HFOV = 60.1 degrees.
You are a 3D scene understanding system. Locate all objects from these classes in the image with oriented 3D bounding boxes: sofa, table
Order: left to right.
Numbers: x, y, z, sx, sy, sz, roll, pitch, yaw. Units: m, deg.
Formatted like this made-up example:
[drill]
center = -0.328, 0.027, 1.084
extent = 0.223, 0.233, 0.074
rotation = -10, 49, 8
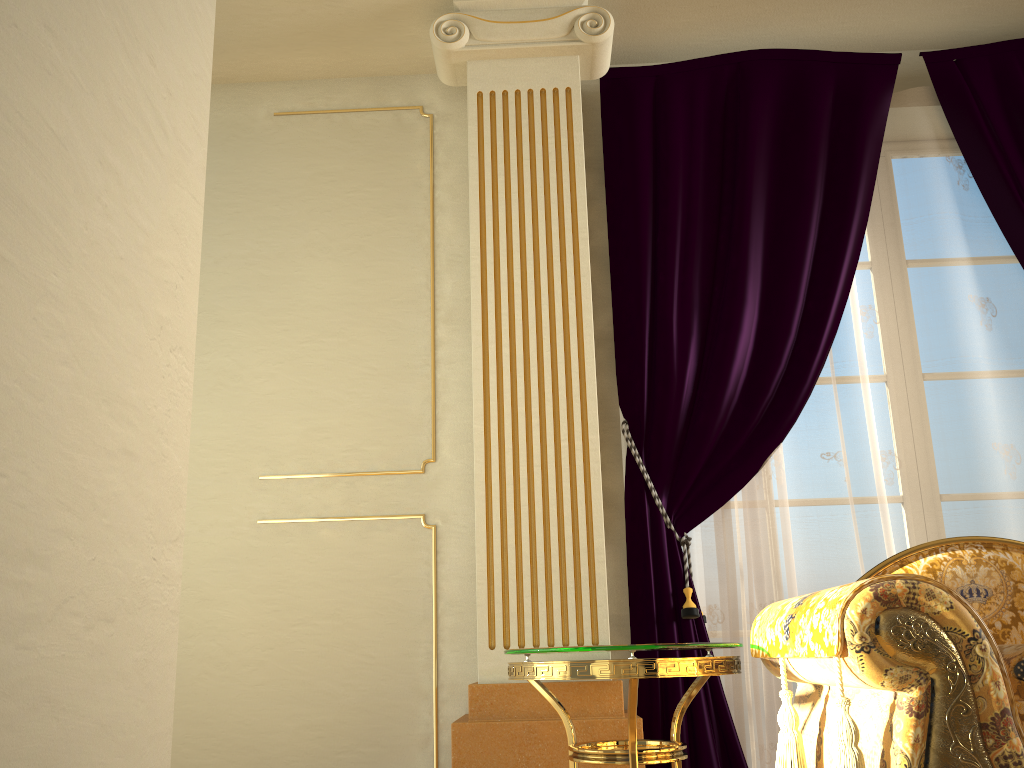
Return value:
[table]
center = 0.275, 0.944, 2.072
extent = 0.575, 0.632, 0.577
rotation = 12, -21, -41
[sofa]
center = 1.465, 0.664, 1.677
extent = 1.893, 0.856, 0.705
rotation = -2, -15, 2

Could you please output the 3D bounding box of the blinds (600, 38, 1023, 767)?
[blinds]
center = 1.407, 0.114, 2.825
extent = 2.235, 2.608, 0.345
rotation = -2, -14, 2
